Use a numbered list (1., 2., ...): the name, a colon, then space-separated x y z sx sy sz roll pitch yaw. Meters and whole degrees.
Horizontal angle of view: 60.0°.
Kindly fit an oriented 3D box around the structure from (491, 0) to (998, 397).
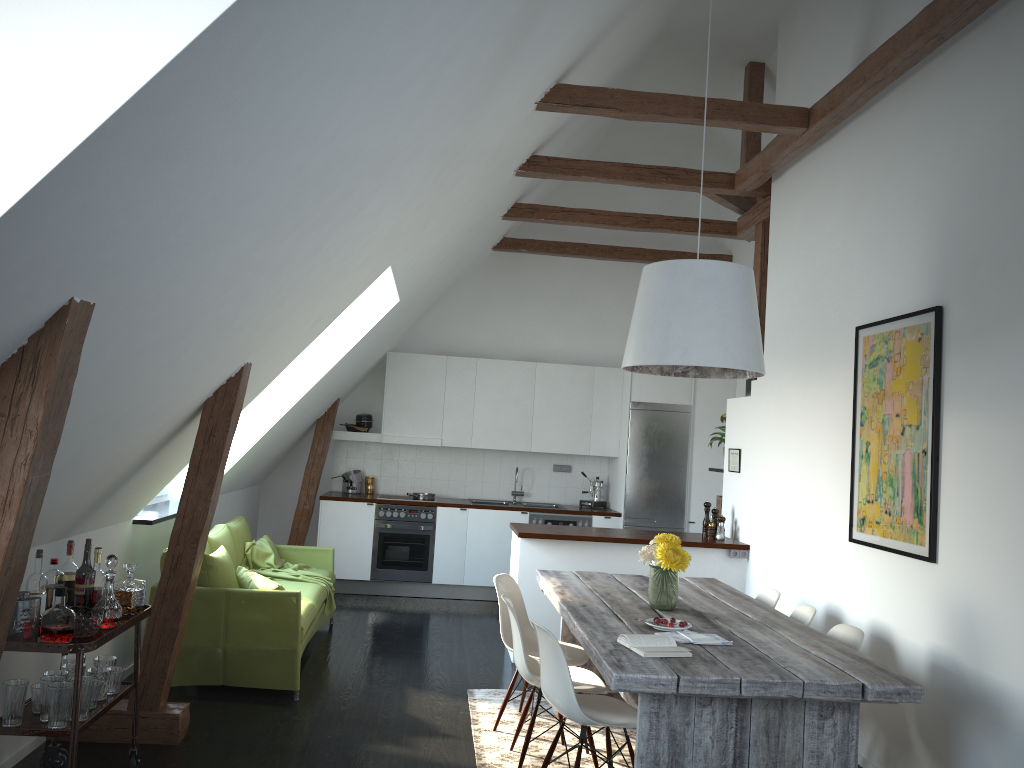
1. structure: 3.643 -1.883 1.490 10.230 3.562 15.910 4 -4 1

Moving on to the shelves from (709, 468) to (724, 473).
1. shelves: 1.985 0.991 7.280 0.660 0.553 0.408 4 -4 -5

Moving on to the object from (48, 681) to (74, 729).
1. object: -1.672 1.187 3.274 0.087 0.155 0.087 6 -4 -32

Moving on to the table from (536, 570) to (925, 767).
1. table: 0.787 1.492 4.279 1.141 0.788 2.421 4 -4 -5

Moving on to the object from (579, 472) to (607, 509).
1. object: 0.821 1.096 9.191 0.206 0.370 0.353 0 -5 42

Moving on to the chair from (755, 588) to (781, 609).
1. chair: 1.227 1.562 5.047 0.542 0.801 0.465 4 -4 -4

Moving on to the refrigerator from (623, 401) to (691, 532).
1. refrigerator: 1.409 1.121 8.692 0.609 1.868 0.031 4 -4 -5

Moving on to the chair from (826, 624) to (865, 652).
1. chair: 1.301 1.503 4.042 0.542 0.801 0.465 4 -4 -9

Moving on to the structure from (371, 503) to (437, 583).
1. structure: -1.061 1.547 8.802 0.583 0.725 0.749 4 -4 -5

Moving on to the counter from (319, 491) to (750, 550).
1. counter: -0.091 1.153 7.782 3.365 0.038 3.085 4 -4 -5

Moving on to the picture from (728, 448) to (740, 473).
1. picture: 1.713 0.588 6.821 0.023 0.182 0.250 4 -4 -5

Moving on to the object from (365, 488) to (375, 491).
1. object: -1.460 1.089 9.107 0.100 0.048 0.099 3 -4 14

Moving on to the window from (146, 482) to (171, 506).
1. window: 0.797 -1.273 3.049 5.959 4.249 8.018 4 -4 -5

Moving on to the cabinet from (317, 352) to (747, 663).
1. cabinet: 0.353 0.905 7.860 4.208 2.369 3.033 4 -4 -5

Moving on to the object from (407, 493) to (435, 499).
1. object: -0.939 1.117 8.906 0.351 0.061 0.232 6 -4 -31

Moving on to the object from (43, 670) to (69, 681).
1. object: -1.825 1.211 3.538 0.095 0.119 0.095 7 -5 -43

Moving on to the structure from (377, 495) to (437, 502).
1. structure: -1.039 1.155 8.812 0.574 0.041 0.504 4 -4 -5

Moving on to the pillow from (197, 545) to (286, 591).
1. pillow: -1.574 1.197 5.362 0.600 0.387 0.475 4 -4 -8

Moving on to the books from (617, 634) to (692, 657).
1. books: 0.554 1.014 3.461 0.202 0.042 0.251 5 -4 -17

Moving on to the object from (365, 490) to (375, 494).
1. object: -1.460 1.111 9.107 0.100 0.036 0.100 4 -4 -8

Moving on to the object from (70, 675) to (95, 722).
1. object: -1.637 1.195 3.367 0.087 0.155 0.087 6 -4 -32

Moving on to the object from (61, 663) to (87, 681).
1. object: -1.813 1.220 3.659 0.095 0.119 0.095 7 -5 -43

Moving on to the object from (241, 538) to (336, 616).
1. object: -1.686 1.452 6.748 0.722 0.493 0.711 4 -4 -10

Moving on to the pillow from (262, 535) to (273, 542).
1. pillow: -1.903 1.332 6.860 0.210 0.275 0.462 4 -4 -7

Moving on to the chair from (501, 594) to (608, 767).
1. chair: 0.192 1.449 4.305 0.542 0.801 0.465 4 -4 -4

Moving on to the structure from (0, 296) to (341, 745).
1. structure: -1.722 0.649 2.565 1.023 1.963 12.350 4 -4 -5

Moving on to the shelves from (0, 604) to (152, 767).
1. shelves: -1.775 1.311 3.540 0.438 0.732 0.803 4 -4 -9

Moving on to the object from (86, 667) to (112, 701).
1. object: -1.691 1.225 3.620 0.095 0.119 0.095 7 -5 -43

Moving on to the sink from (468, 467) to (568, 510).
1. sink: 0.055 1.109 8.983 0.963 0.519 0.671 4 -4 -5

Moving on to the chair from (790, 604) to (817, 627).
1. chair: 1.266 1.534 4.576 0.542 0.801 0.465 4 -4 1

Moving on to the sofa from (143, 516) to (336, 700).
1. sofa: -1.753 1.429 6.106 0.898 0.825 2.093 4 -4 -6

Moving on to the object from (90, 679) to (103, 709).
1. object: -1.676 1.230 3.513 0.092 0.099 0.092 5 -4 -27

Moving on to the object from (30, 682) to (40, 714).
1. object: -1.815 1.216 3.431 0.092 0.099 0.092 5 -4 -27

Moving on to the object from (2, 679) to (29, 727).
1. object: -1.834 1.176 3.264 0.087 0.155 0.087 6 -4 -32

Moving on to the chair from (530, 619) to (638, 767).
1. chair: 0.326 1.425 3.795 0.542 0.801 0.465 5 -4 -19

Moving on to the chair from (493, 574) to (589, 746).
1. chair: 0.146 1.482 4.880 0.542 0.801 0.465 2 -4 21

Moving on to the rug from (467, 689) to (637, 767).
1. rug: 0.777 1.876 4.237 1.898 0.022 2.677 4 -4 -5

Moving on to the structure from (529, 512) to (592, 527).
1. structure: 0.433 1.639 8.840 0.612 0.725 0.582 4 -4 -5

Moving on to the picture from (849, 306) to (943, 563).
1. picture: 1.917 0.249 4.475 0.036 1.181 0.808 4 -4 -5

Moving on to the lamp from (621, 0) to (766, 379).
1. lamp: 1.000 -1.455 4.486 0.697 2.813 0.757 0 -5 45

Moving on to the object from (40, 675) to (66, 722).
1. object: -1.739 1.187 3.346 0.087 0.155 0.087 6 -4 -32
